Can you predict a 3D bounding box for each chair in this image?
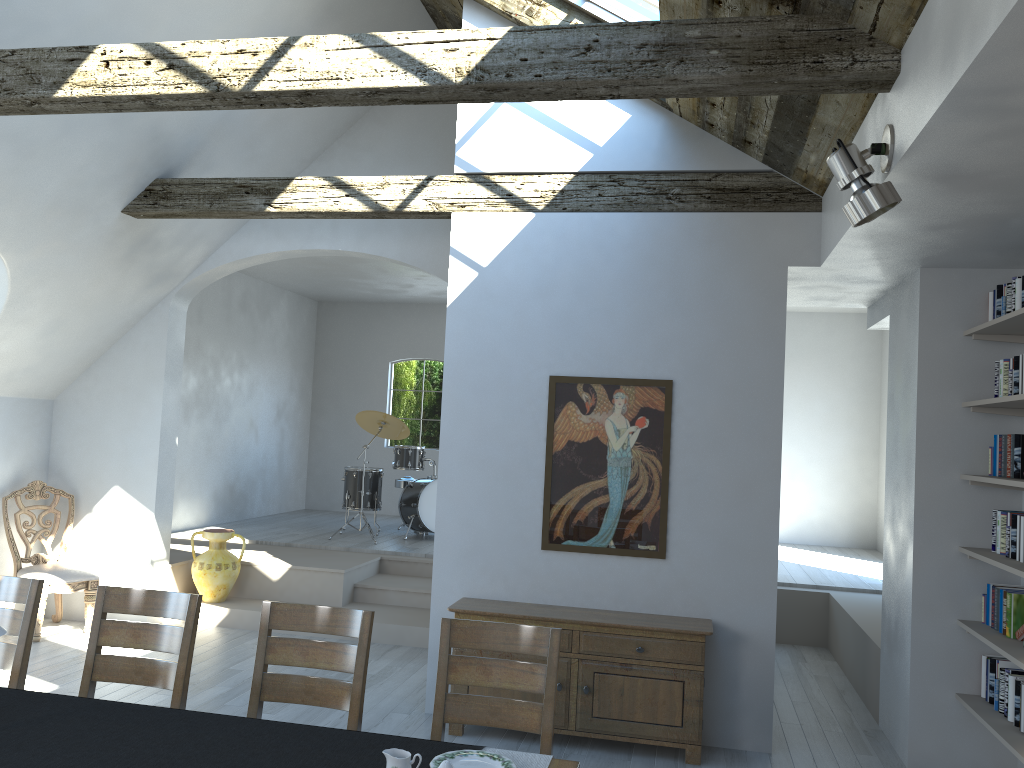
[{"bbox_3d":[-2.306,1.308,3.548,0.514,1.006,0.605,2,-3,12],"label":"chair"},{"bbox_3d":[-1.576,1.337,3.399,0.514,1.006,0.605,2,-3,12],"label":"chair"},{"bbox_3d":[-0.117,1.393,3.100,0.514,1.006,0.605,2,-3,12],"label":"chair"},{"bbox_3d":[-0.846,1.365,3.249,0.514,1.006,0.605,2,-3,12],"label":"chair"},{"bbox_3d":[-3.618,1.358,6.955,0.655,1.159,0.552,1,-4,37],"label":"chair"}]

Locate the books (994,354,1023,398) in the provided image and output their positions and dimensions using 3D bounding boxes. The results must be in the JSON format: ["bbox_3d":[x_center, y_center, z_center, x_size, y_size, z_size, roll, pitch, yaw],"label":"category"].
[{"bbox_3d":[2.635,-0.023,4.509,0.214,0.220,0.490,2,-3,12],"label":"books"}]

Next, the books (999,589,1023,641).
[{"bbox_3d":[2.559,1.156,4.372,0.189,0.224,0.345,2,-3,12],"label":"books"}]

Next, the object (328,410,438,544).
[{"bbox_3d":[-1.082,1.038,10.240,2.354,1.383,1.465,5,-4,-34],"label":"object"}]

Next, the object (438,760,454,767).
[{"bbox_3d":[-0.179,1.064,2.396,0.064,0.092,0.064,3,-3,-11],"label":"object"}]

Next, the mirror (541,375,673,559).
[{"bbox_3d":[0.561,0.485,5.271,0.736,1.047,0.009,2,-3,12],"label":"mirror"}]

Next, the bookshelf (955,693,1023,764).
[{"bbox_3d":[1.791,1.474,0.964,0.315,0.070,7.825,2,-3,12],"label":"bookshelf"}]

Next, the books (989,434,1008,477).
[{"bbox_3d":[2.649,0.380,4.653,0.209,0.220,0.278,2,-3,10],"label":"books"}]

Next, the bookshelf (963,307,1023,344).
[{"bbox_3d":[1.890,-0.498,1.071,0.315,0.070,7.825,2,-3,12],"label":"bookshelf"}]

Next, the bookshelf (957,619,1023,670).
[{"bbox_3d":[1.811,1.080,0.985,0.315,0.070,7.825,2,-3,12],"label":"bookshelf"}]

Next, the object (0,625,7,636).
[{"bbox_3d":[-1.646,0.867,2.620,0.251,0.362,0.251,1,-4,34],"label":"object"}]

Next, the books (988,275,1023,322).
[{"bbox_3d":[2.438,-0.494,3.436,0.242,0.237,2.981,2,-3,12],"label":"books"}]

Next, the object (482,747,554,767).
[{"bbox_3d":[-1.374,1.100,2.557,2.872,0.077,1.050,2,-3,12],"label":"object"}]

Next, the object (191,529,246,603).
[{"bbox_3d":[-2.540,1.563,7.620,0.402,0.605,0.396,5,-4,-32],"label":"object"}]

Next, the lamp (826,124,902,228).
[{"bbox_3d":[1.343,-0.789,3.376,0.265,0.386,0.235,1,-4,33],"label":"lamp"}]

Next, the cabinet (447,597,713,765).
[{"bbox_3d":[0.372,1.670,5.057,1.481,0.714,0.383,2,-3,12],"label":"cabinet"}]

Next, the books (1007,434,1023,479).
[{"bbox_3d":[2.585,0.362,4.349,0.189,0.224,0.345,2,-3,12],"label":"books"}]

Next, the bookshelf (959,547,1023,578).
[{"bbox_3d":[1.830,0.685,1.007,0.315,0.070,7.825,2,-3,12],"label":"bookshelf"}]

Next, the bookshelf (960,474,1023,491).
[{"bbox_3d":[1.850,0.291,1.028,0.315,0.070,7.825,2,-3,12],"label":"bookshelf"}]

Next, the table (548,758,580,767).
[{"bbox_3d":[-1.409,1.432,2.539,3.078,0.737,0.939,2,-3,12],"label":"table"}]

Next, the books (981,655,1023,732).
[{"bbox_3d":[2.338,1.474,3.321,0.242,0.237,2.981,2,-3,12],"label":"books"}]

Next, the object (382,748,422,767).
[{"bbox_3d":[-0.305,1.057,2.432,0.100,0.098,0.071,4,-3,-20],"label":"object"}]

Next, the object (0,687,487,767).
[{"bbox_3d":[-1.373,1.173,2.555,2.456,0.227,1.073,2,-3,12],"label":"object"}]

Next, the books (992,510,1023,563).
[{"bbox_3d":[2.594,0.766,4.459,0.214,0.220,0.490,2,-3,12],"label":"books"}]

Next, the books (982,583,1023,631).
[{"bbox_3d":[2.621,1.177,4.671,0.209,0.220,0.278,2,-3,10],"label":"books"}]

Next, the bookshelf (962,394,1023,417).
[{"bbox_3d":[1.870,-0.103,1.050,0.315,0.070,7.825,2,-3,12],"label":"bookshelf"}]

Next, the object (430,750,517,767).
[{"bbox_3d":[-0.113,1.115,2.572,0.250,0.017,0.253,2,-3,12],"label":"object"}]
